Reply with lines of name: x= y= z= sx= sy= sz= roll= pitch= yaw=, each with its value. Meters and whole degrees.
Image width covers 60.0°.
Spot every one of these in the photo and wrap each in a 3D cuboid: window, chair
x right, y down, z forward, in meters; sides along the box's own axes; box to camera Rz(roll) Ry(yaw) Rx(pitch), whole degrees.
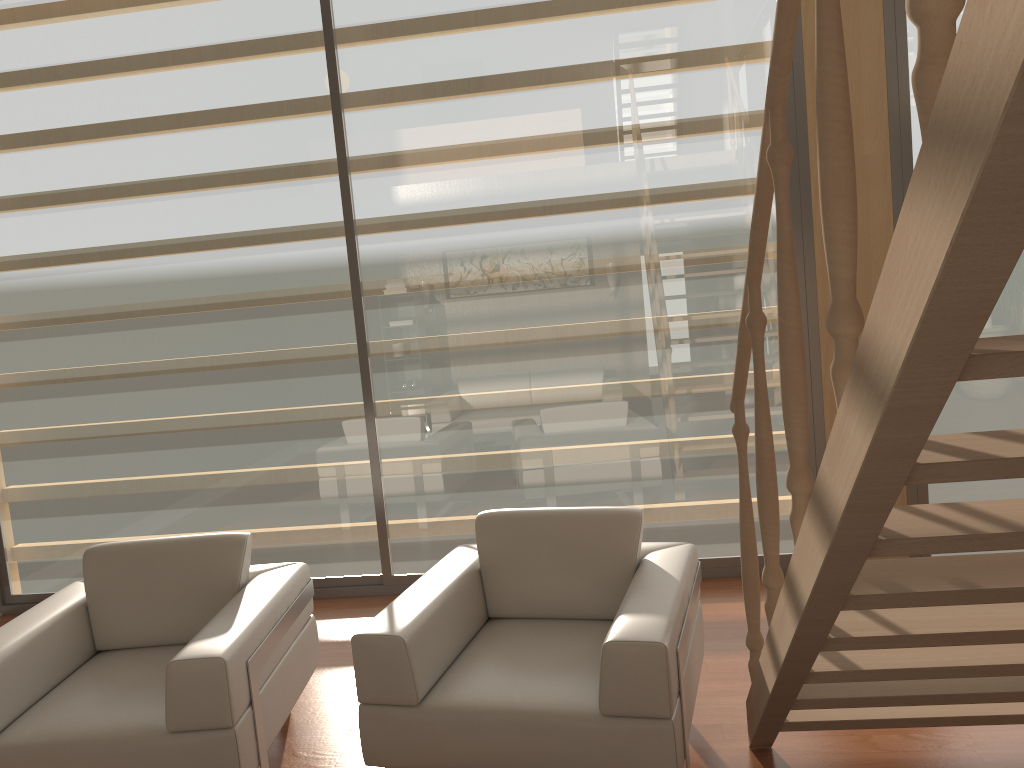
window: x=3.454 y=-1.636 z=3.848 sx=3.340 sy=5.200 sz=0.020 roll=-5 pitch=6 yaw=7
window: x=-1.843 y=-0.465 z=4.584 sx=2.095 sy=3.100 sz=0.020 roll=-5 pitch=6 yaw=7
window: x=0.277 y=-0.632 z=4.302 sx=2.095 sy=3.100 sz=0.020 roll=-5 pitch=6 yaw=7
chair: x=0.110 y=0.824 z=2.789 sx=0.900 sy=0.740 sz=0.905 roll=-4 pitch=6 yaw=17
chair: x=-1.183 y=0.935 z=2.871 sx=0.900 sy=0.740 sz=0.905 roll=-5 pitch=6 yaw=2

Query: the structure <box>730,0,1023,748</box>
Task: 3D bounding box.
structure: x=0.904 y=-0.508 z=1.033 sx=1.000 sy=3.578 sz=3.150 roll=-5 pitch=6 yaw=7
